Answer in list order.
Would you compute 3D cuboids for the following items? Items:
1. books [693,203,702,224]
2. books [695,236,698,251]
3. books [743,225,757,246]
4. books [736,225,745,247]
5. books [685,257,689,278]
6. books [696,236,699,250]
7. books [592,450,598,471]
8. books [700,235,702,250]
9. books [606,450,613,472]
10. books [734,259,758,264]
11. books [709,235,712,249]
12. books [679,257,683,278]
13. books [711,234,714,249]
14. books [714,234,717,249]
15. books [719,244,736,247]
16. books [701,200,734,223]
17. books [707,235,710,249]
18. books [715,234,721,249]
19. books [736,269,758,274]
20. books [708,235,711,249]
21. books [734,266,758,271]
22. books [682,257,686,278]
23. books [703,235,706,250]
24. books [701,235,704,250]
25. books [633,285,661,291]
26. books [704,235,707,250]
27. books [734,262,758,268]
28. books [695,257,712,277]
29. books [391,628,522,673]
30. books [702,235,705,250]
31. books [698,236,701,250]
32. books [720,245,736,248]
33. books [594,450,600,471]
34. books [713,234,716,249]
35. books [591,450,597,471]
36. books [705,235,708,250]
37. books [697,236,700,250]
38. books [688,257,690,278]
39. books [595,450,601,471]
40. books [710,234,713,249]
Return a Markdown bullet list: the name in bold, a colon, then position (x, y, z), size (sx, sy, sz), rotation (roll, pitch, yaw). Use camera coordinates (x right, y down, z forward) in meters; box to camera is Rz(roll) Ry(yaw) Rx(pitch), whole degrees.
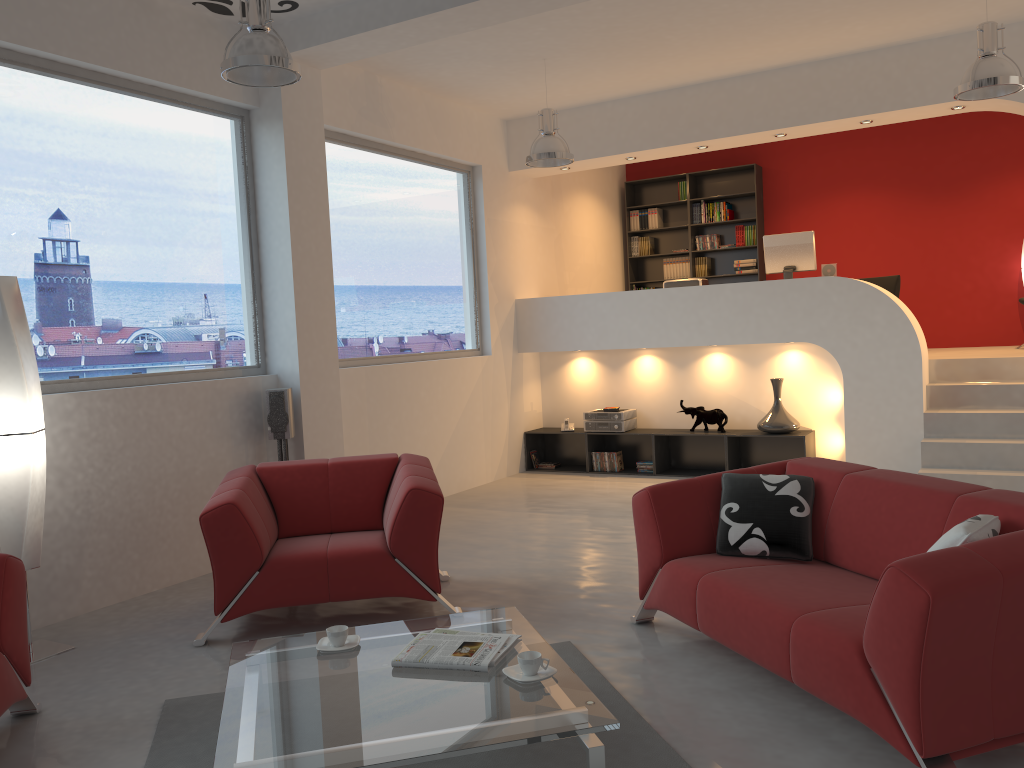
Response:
- **books**: position (2.280, -2.061, 10.811), size (0.090, 0.256, 0.181), rotation (-1, 4, 30)
- **books**: position (2.275, -1.713, 10.853), size (0.031, 0.190, 0.135), rotation (-1, 4, 30)
- **books**: position (2.842, -1.747, 10.508), size (0.146, 0.240, 0.170), rotation (-1, 4, 30)
- **books**: position (2.738, -1.753, 10.569), size (0.090, 0.256, 0.181), rotation (-1, 4, 30)
- **books**: position (2.186, -1.429, 10.906), size (0.040, 0.260, 0.200), rotation (-1, 4, 30)
- **books**: position (2.288, -1.713, 10.845), size (0.031, 0.190, 0.135), rotation (-1, 4, 30)
- **books**: position (0.837, 0.754, 8.737), size (0.031, 0.190, 0.135), rotation (-1, 4, 30)
- **books**: position (2.327, -1.713, 10.822), size (0.031, 0.190, 0.135), rotation (-1, 4, 30)
- **books**: position (0.967, 0.751, 8.661), size (0.031, 0.190, 0.135), rotation (-1, 4, 30)
- **books**: position (2.794, -1.448, 10.519), size (0.260, 0.040, 0.200), rotation (-1, 4, 30)
- **books**: position (2.431, -1.715, 10.761), size (0.031, 0.190, 0.135), rotation (-1, 4, 30)
- **books**: position (2.116, -1.428, 10.947), size (0.040, 0.260, 0.200), rotation (-1, 4, 30)
- **books**: position (2.457, -1.716, 10.746), size (0.031, 0.190, 0.135), rotation (-1, 4, 30)
- **books**: position (2.482, -1.716, 10.731), size (0.031, 0.190, 0.135), rotation (-1, 4, 30)
- **books**: position (2.605, -1.661, 10.664), size (0.190, 0.015, 0.135), rotation (-1, 4, 35)
- **books**: position (2.471, -2.078, 10.670), size (0.341, 0.286, 0.231), rotation (-1, 4, 30)
- **books**: position (2.405, -1.715, 10.777), size (0.031, 0.190, 0.135), rotation (-1, 4, 30)
- **books**: position (2.495, -1.716, 10.724), size (0.031, 0.190, 0.135), rotation (-1, 4, 30)
- **books**: position (2.818, -1.330, 10.531), size (0.260, 0.040, 0.200), rotation (-1, 4, 32)
- **books**: position (2.418, -1.715, 10.769), size (0.031, 0.190, 0.135), rotation (-1, 4, 30)
- **books**: position (2.798, -1.369, 10.535), size (0.260, 0.040, 0.200), rotation (-1, 4, 30)
- **books**: position (2.151, -1.429, 10.927), size (0.040, 0.260, 0.200), rotation (-1, 4, 30)
- **books**: position (2.366, -1.714, 10.799), size (0.031, 0.190, 0.135), rotation (-1, 4, 30)
- **books**: position (2.340, -1.714, 10.815), size (0.031, 0.190, 0.135), rotation (-1, 4, 30)
- **books**: position (1.720, -1.117, 11.193), size (0.341, 0.286, 0.231), rotation (-1, 4, 30)
- **books**: position (2.379, -1.714, 10.792), size (0.031, 0.190, 0.135), rotation (-1, 4, 30)
- **books**: position (2.792, -1.409, 10.534), size (0.260, 0.040, 0.200), rotation (-1, 4, 30)
- **books**: position (2.336, -1.423, 10.832), size (0.146, 0.240, 0.170), rotation (-1, 4, 30)
- **books**: position (-0.197, 0.924, 3.083), size (0.367, 0.035, 0.345), rotation (-2, 3, 20)
- **books**: position (2.353, -1.714, 10.807), size (0.031, 0.190, 0.135), rotation (-1, 4, 30)
- **books**: position (2.314, -1.713, 10.830), size (0.031, 0.190, 0.135), rotation (-1, 4, 30)
- **books**: position (2.614, -1.646, 10.660), size (0.190, 0.015, 0.135), rotation (-1, 4, 30)
- **books**: position (0.850, 0.753, 8.729), size (0.031, 0.190, 0.135), rotation (-1, 4, 30)
- **books**: position (2.469, -1.716, 10.739), size (0.031, 0.190, 0.135), rotation (-1, 4, 30)
- **books**: position (0.824, 0.754, 8.744), size (0.031, 0.190, 0.135), rotation (-1, 4, 30)
- **books**: position (2.392, -1.715, 10.784), size (0.031, 0.190, 0.135), rotation (-1, 4, 30)
- **books**: position (2.301, -1.713, 10.837), size (0.031, 0.190, 0.135), rotation (-1, 4, 30)
- **books**: position (2.221, -1.430, 10.886), size (0.040, 0.260, 0.200), rotation (-1, 4, 30)
- **books**: position (0.863, 0.753, 8.721), size (0.031, 0.190, 0.135), rotation (-1, 4, 30)
- **books**: position (2.444, -1.716, 10.754), size (0.031, 0.190, 0.135), rotation (-1, 4, 30)
